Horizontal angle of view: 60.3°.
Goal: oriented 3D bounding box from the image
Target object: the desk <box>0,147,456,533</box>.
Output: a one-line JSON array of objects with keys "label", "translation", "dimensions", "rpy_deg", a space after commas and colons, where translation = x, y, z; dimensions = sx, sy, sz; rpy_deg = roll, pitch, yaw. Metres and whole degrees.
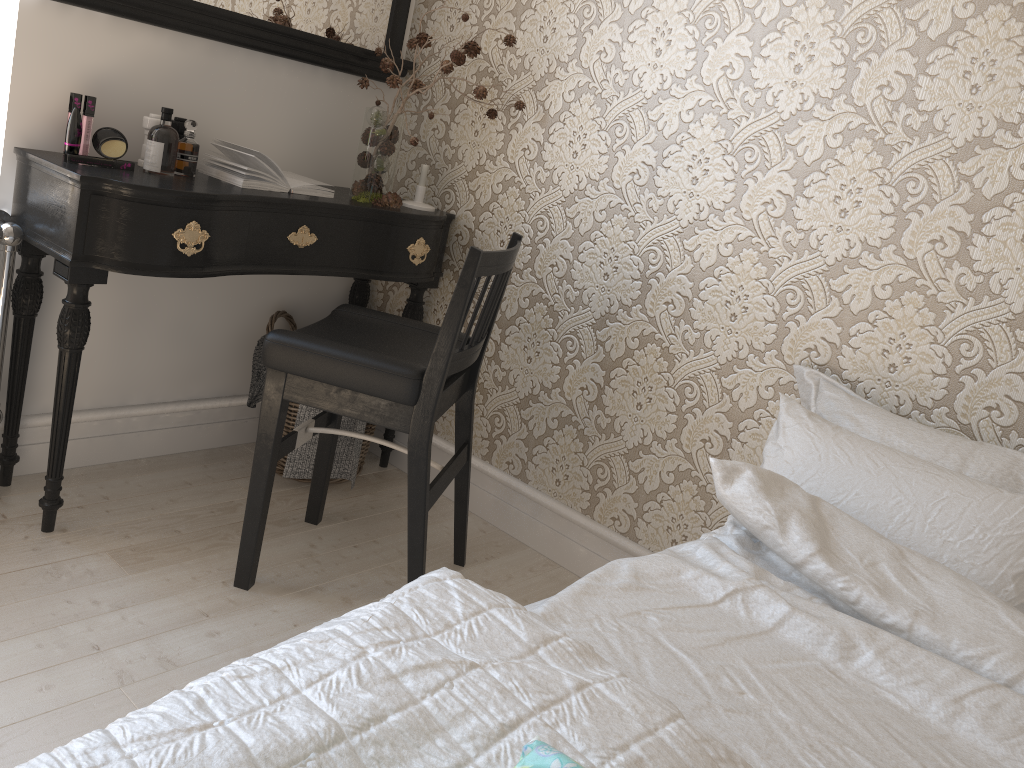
[{"label": "desk", "translation": [-0.711, -0.123, 2.379], "dimensions": [0.443, 0.809, 1.107], "rpy_deg": [21, 16, 37]}]

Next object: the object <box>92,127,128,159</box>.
[{"label": "object", "translation": [-0.945, -0.555, 2.057], "dimensions": [0.079, 0.084, 0.084], "rpy_deg": [10, 13, -11]}]

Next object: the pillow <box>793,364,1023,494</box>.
[{"label": "pillow", "translation": [0.961, 0.309, 1.476], "dimensions": [1.276, 0.349, 0.311], "rpy_deg": [24, 17, 38]}]

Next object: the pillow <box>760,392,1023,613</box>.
[{"label": "pillow", "translation": [0.665, 0.257, 1.563], "dimensions": [0.571, 0.298, 0.204], "rpy_deg": [23, 16, 38]}]

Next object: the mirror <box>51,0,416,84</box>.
[{"label": "mirror", "translation": [-0.638, -1.164, 2.305], "dimensions": [0.067, 0.562, 1.120], "rpy_deg": [20, 16, 37]}]

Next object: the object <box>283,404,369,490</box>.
[{"label": "object", "translation": [-0.556, 0.063, 2.604], "dimensions": [0.289, 0.349, 0.357], "rpy_deg": [10, 13, -12]}]

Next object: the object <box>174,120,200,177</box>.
[{"label": "object", "translation": [-0.800, -0.582, 2.176], "dimensions": [0.054, 0.136, 0.055], "rpy_deg": [10, 11, -12]}]

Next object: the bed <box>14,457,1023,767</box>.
[{"label": "bed", "translation": [0.337, 0.623, 0.863], "dimensions": [1.988, 0.620, 2.216], "rpy_deg": [24, 19, 37]}]

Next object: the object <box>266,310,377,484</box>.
[{"label": "object", "translation": [-0.563, 0.038, 2.644], "dimensions": [0.392, 0.425, 0.403], "rpy_deg": [8, 13, -19]}]

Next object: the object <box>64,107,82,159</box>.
[{"label": "object", "translation": [-0.998, -0.572, 2.011], "dimensions": [0.030, 0.118, 0.056], "rpy_deg": [10, 11, -13]}]

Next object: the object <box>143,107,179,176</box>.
[{"label": "object", "translation": [-0.831, -0.578, 2.100], "dimensions": [0.071, 0.155, 0.070], "rpy_deg": [19, 13, 32]}]

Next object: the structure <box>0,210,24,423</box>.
[{"label": "structure", "translation": [-1.515, -0.020, 1.660], "dimensions": [0.169, 0.670, 1.070], "rpy_deg": [20, 16, 37]}]

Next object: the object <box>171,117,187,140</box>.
[{"label": "object", "translation": [-0.855, -0.613, 2.255], "dimensions": [0.057, 0.132, 0.058], "rpy_deg": [12, 11, -1]}]

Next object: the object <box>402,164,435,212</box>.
[{"label": "object", "translation": [-0.267, -0.580, 2.596], "dimensions": [0.104, 0.129, 0.107], "rpy_deg": [9, 13, -16]}]

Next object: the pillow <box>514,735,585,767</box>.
[{"label": "pillow", "translation": [0.015, 0.404, 0.511], "dimensions": [0.362, 0.166, 0.389], "rpy_deg": [-2, 20, -45]}]

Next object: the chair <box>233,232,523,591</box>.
[{"label": "chair", "translation": [-0.288, 0.045, 2.034], "dimensions": [0.459, 0.847, 0.463], "rpy_deg": [14, 11, 8]}]

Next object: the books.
[{"label": "books", "translation": [-0.644, -0.573, 2.342], "dimensions": [0.230, 0.094, 0.279], "rpy_deg": [24, 19, 39]}]

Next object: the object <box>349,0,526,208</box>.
[{"label": "object", "translation": [-0.233, -0.761, 2.465], "dimensions": [0.544, 0.589, 0.322], "rpy_deg": [14, 11, 9]}]

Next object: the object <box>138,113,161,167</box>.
[{"label": "object", "translation": [-0.887, -0.599, 2.178], "dimensions": [0.057, 0.132, 0.058], "rpy_deg": [12, 11, -1]}]

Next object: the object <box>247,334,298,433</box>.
[{"label": "object", "translation": [-0.609, 0.038, 2.589], "dimensions": [0.308, 0.326, 0.368], "rpy_deg": [22, 16, 38]}]
